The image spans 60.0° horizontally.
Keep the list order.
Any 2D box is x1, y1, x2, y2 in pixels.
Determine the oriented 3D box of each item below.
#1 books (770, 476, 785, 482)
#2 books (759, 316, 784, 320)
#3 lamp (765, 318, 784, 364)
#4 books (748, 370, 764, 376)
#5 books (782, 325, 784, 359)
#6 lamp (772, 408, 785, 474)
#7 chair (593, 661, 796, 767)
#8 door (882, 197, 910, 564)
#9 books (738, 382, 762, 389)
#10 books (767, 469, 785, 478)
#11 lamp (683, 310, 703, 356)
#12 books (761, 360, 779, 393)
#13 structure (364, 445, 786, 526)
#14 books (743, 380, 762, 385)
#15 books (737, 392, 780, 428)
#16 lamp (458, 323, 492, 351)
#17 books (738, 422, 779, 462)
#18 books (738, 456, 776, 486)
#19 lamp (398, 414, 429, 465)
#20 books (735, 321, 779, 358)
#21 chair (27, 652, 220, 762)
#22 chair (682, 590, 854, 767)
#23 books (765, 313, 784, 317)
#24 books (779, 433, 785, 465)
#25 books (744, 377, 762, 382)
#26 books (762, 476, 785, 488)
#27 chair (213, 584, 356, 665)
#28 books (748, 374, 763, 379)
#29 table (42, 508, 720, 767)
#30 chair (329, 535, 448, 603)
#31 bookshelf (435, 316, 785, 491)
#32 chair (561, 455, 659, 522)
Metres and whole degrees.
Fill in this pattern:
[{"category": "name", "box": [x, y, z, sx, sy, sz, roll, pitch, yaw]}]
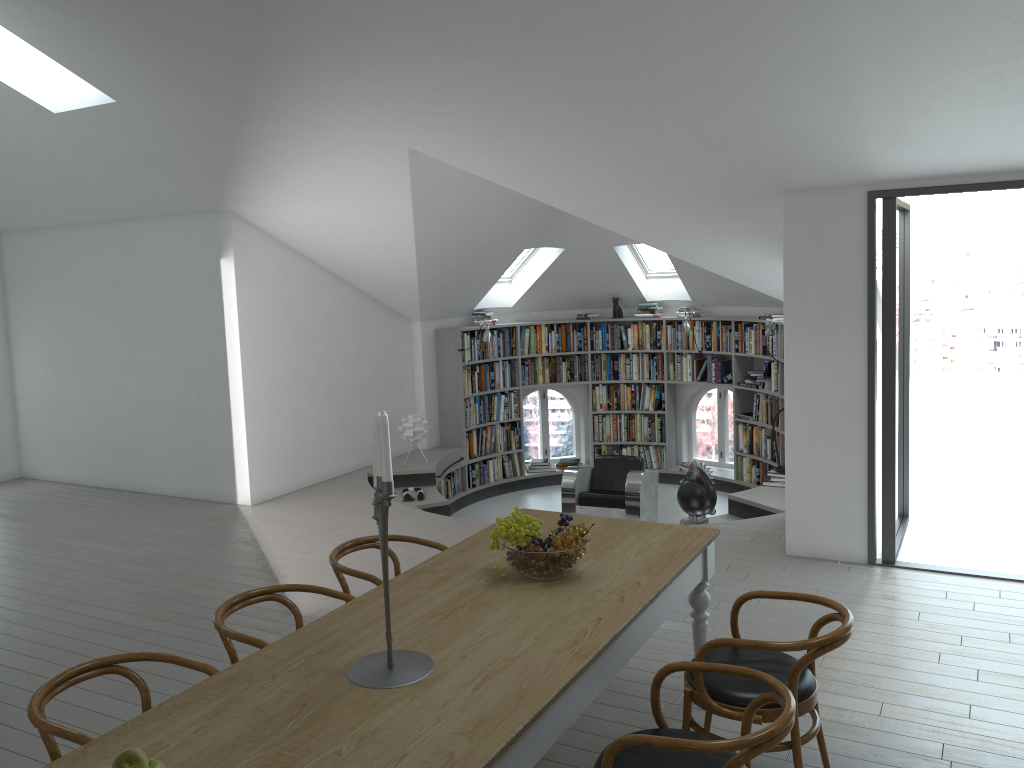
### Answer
[{"category": "books", "box": [2.485, 0.832, 7.997, 0.286, 0.034, 0.305, 0, 8, 19]}, {"category": "books", "box": [2.910, -0.721, 9.653, 0.316, 0.036, 0.337, -3, 7, -9]}, {"category": "lamp", "box": [2.662, -0.392, 8.830, 0.275, 0.524, 0.112, 0, 6, 19]}, {"category": "books", "box": [2.820, -0.122, 10.033, 0.269, 0.031, 0.287, -1, 7, 9]}, {"category": "books", "box": [2.881, -0.381, 8.804, 0.292, 0.361, 1.017, -1, 7, 11]}, {"category": "lamp", "box": [2.498, 0.461, 7.938, 0.323, 0.658, 0.234, 3, 8, 44]}, {"category": "chair", "box": [0.540, 1.278, 2.690, 0.621, 0.733, 0.529, 1, 7, 25]}, {"category": "door", "box": [2.651, -0.070, 6.106, 0.080, 2.340, 1.054, 1, 7, 29]}, {"category": "books", "box": [2.825, 0.003, 10.045, 0.366, 0.042, 0.389, -5, 8, -21]}, {"category": "books", "box": [2.484, 0.800, 7.994, 0.269, 0.031, 0.286, 4, 9, 38]}, {"category": "lamp", "box": [2.115, -0.591, 10.400, 0.113, 0.565, 0.358, 2, 7, 35]}, {"category": "books", "box": [2.934, -0.094, 9.579, 0.256, 0.350, 0.554, -4, 7, -15]}, {"category": "structure", "box": [0.913, 1.162, 9.091, 4.711, 0.691, 4.722, -4, 8, -16]}, {"category": "books", "box": [2.824, -0.029, 10.042, 0.269, 0.031, 0.286, -6, 8, -26]}, {"category": "books", "box": [2.861, 0.265, 9.793, 0.252, 0.351, 0.976, -4, 7, -19]}, {"category": "lamp", "box": [-0.415, -0.532, 10.064, 0.414, 0.311, 0.117, 1, 7, 26]}, {"category": "books", "box": [2.859, 0.634, 9.914, 0.272, 0.349, 0.874, -4, 7, -20]}, {"category": "books", "box": [2.908, 1.031, 9.666, 0.359, 0.310, 1.501, -3, 7, -9]}, {"category": "lamp", "box": [-1.040, 0.584, 9.434, 0.305, 0.523, 0.306, 0, 6, 17]}, {"category": "books", "box": [2.822, -0.506, 9.786, 0.306, 0.366, 0.972, -4, 7, -18]}, {"category": "chair", "box": [-1.207, 1.324, 2.876, 0.621, 0.733, 0.529, 1, 7, 24]}, {"category": "chair", "box": [0.940, 1.185, 3.293, 0.621, 0.733, 0.529, 1, 7, 29]}, {"category": "books", "box": [2.909, -0.749, 9.651, 0.233, 0.027, 0.248, -2, 7, 1]}, {"category": "books", "box": [2.928, 0.754, 8.967, 0.304, 0.358, 1.188, -1, 7, 10]}, {"category": "books", "box": [2.822, -0.060, 10.039, 0.269, 0.031, 0.286, -4, 7, -11]}, {"category": "books", "box": [2.486, 0.868, 8.000, 0.365, 0.042, 0.389, 2, 8, 29]}, {"category": "chair", "box": [-0.845, 1.229, 3.503, 0.621, 0.733, 0.529, 1, 7, 29]}, {"category": "books", "box": [2.821, -0.091, 10.036, 0.213, 0.036, 0.227, -4, 7, -11]}, {"category": "table", "box": [-0.288, 1.257, 2.836, 1.018, 0.796, 3.359, 1, 8, 29]}, {"category": "chair", "box": [-0.533, 1.134, 4.157, 0.621, 0.733, 0.529, 2, 7, 32]}, {"category": "bookshelf", "box": [1.542, 0.222, 10.219, 4.334, 1.875, 2.115, 2, 8, 29]}, {"category": "chair", "box": [1.024, 1.144, 9.150, 0.823, 0.717, 0.743, 1, 7, 23]}]
